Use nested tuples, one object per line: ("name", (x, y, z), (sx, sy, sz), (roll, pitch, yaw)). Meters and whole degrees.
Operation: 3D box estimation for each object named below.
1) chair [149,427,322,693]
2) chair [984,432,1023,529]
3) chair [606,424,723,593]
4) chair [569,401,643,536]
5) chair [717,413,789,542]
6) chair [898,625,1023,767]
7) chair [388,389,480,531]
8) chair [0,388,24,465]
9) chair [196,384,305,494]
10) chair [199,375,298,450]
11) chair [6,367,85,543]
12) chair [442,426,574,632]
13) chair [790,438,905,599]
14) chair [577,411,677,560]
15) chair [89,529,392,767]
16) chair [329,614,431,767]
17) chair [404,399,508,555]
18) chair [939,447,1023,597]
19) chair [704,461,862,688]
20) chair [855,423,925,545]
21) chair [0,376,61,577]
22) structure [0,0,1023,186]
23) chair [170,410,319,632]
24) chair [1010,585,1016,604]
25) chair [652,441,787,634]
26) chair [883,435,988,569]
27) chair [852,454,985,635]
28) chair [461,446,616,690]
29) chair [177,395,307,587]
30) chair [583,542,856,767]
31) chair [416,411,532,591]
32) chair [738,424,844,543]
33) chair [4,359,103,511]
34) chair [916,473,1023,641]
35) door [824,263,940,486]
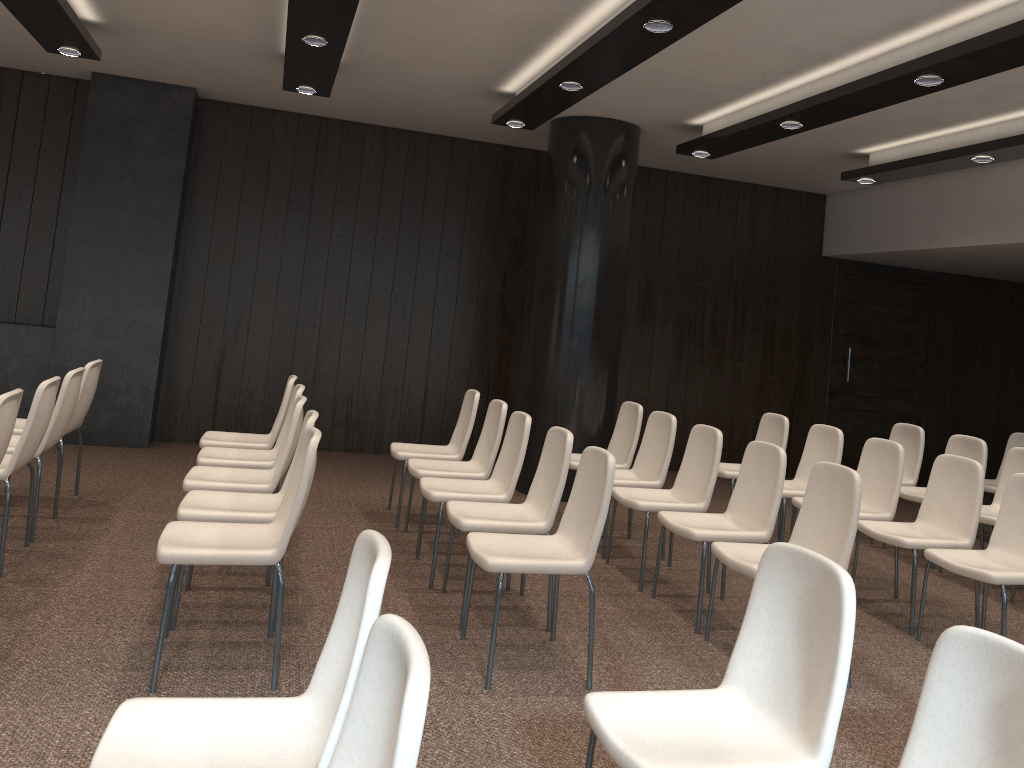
("chair", (-1.074, 0.614, 3.395), (0.555, 0.909, 0.530), (6, -2, -16))
("chair", (4.035, 0.848, 7.230), (0.556, 0.909, 0.530), (6, -2, -14))
("chair", (0.898, 0.683, 5.156), (0.555, 0.909, 0.530), (6, -2, -14))
("chair", (0.609, 0.566, 6.323), (0.555, 0.909, 0.530), (6, -2, -14))
("chair", (1.744, 0.660, 6.617), (0.556, 0.909, 0.530), (6, -2, -14))
("chair", (0.682, 0.930, 1.571), (0.555, 0.909, 0.530), (6, -2, -15))
("chair", (-0.547, 0.473, 5.995), (0.556, 0.909, 0.530), (6, -2, -13))
("chair", (-2.426, 0.457, 3.654), (0.555, 0.909, 0.530), (6, -2, -16))
("chair", (-1.543, 0.438, 5.110), (0.555, 0.909, 0.530), (6, -2, -15))
("chair", (-1.730, 0.375, 5.689), (0.556, 0.909, 0.530), (6, -2, -14))
("chair", (-2.722, 0.340, 4.818), (0.555, 0.909, 0.530), (6, -2, -15))
("chair", (-0.031, 0.653, 4.293), (0.556, 0.909, 0.530), (6, -2, -13))
("chair", (2.082, 0.782, 5.443), (0.556, 0.909, 0.530), (6, -2, -14))
("chair", (0.742, 0.622, 5.761), (0.555, 0.909, 0.530), (6, -2, -17))
("chair", (-0.586, 0.780, 1.856), (0.555, 0.909, 0.530), (6, -2, -14))
("chair", (-0.452, 0.835, 1.294), (0.555, 0.909, 0.530), (6, -2, -16))
("chair", (-0.358, 0.535, 5.425), (0.555, 0.909, 0.530), (6, -2, -14))
("chair", (3.243, 0.873, 5.819), (0.555, 0.909, 0.530), (6, -2, -17))
("chair", (1.235, 0.806, 3.980), (0.556, 0.909, 0.530), (6, -2, -13))
("chair", (2.919, 0.754, 6.961), (0.556, 0.909, 0.530), (6, -2, -13))
("chair", (-2.571, 0.397, 4.258), (0.555, 0.909, 0.530), (6, -2, -16))
("structure", (-1.979, -2.002, 2.255), (13.089, 0.232, 8.089), (5, 4, -15))
("chair", (-1.207, 0.559, 3.955), (0.556, 0.909, 0.530), (6, -2, -13))
("chair", (3.387, 0.933, 5.216), (0.555, 0.909, 0.530), (6, -2, -17))
("chair", (1.085, 0.746, 4.575), (0.555, 0.909, 0.530), (6, -2, -15))
("chair", (3.093, 0.816, 6.375), (0.556, 0.909, 0.530), (6, -2, -14))
("chair", (2.267, 0.843, 4.884), (0.556, 0.909, 0.530), (6, -2, -14))
("chair", (0.102, 0.712, 3.693), (0.556, 0.909, 0.530), (6, -2, -13))
("chair", (-1.393, 0.498, 4.514), (0.556, 0.909, 0.530), (6, -2, -13))
("chair", (0.493, 0.867, 2.156), (0.555, 0.909, 0.530), (6, -2, -17))
("chair", (-0.223, 0.592, 4.845), (0.556, 0.909, 0.530), (6, -2, -14))
("chair", (1.932, 0.723, 6.037), (0.555, 0.909, 0.530), (6, -2, -15))
("chair", (-2.895, 0.278, 5.402), (0.556, 0.909, 0.530), (6, -2, -13))
("chair", (2.400, 0.899, 4.324), (0.555, 0.909, 0.530), (6, -2, -17))
("door", (4.175, -0.102, 9.984), (1.394, 2.429, 0.267), (6, -4, -15))
